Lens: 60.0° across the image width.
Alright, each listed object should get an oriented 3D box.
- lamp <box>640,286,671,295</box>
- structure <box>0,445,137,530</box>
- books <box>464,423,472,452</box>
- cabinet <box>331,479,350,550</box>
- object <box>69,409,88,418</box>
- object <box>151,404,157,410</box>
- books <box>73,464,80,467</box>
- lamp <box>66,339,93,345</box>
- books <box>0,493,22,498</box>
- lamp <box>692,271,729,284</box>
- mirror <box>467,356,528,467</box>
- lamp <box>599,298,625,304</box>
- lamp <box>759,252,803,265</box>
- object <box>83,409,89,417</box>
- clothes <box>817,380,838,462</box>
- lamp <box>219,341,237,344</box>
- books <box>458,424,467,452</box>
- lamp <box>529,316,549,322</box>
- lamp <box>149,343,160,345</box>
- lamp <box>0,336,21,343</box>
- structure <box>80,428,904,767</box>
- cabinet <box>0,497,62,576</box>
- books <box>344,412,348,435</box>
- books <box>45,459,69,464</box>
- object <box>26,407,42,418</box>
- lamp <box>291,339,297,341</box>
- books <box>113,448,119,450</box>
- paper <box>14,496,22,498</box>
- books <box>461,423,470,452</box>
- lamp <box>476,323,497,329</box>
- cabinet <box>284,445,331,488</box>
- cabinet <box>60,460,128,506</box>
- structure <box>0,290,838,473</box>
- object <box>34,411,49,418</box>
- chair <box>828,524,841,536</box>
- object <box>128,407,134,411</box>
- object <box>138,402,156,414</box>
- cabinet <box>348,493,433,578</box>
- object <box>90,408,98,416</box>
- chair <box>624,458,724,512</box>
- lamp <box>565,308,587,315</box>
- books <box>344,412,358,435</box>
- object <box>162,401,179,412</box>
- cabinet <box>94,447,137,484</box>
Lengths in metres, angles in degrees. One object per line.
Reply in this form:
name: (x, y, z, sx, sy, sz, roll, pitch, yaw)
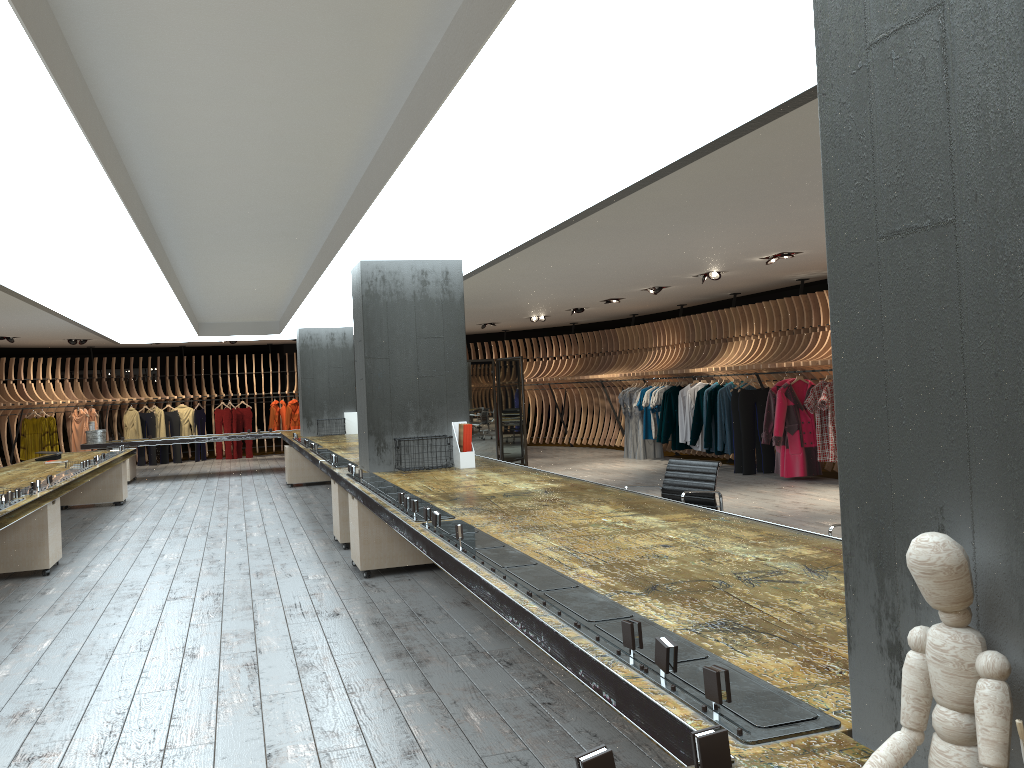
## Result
lamp: (2.153, -1.474, 13.293, 0.269, 0.286, 0.492, -2, 0, -17)
structure: (-4.587, 1.228, 8.084, 1.162, 0.844, 10.446, -3, 0, -17)
books: (-0.382, 0.523, 7.591, 0.048, 0.368, 0.215, -2, -1, -17)
cabinet: (-1.114, 1.172, 8.483, 1.132, 0.630, 0.593, -3, -1, -17)
object: (-9.388, 0.593, 19.199, 0.525, 0.270, 0.012, -3, -1, 18)
object: (-8.206, 0.543, 20.352, 0.525, 0.270, 0.012, -3, -1, 28)
books: (-4.743, 0.893, 9.754, 0.155, 0.025, 0.110, -3, 0, -22)
lamp: (-8.830, -0.937, 18.036, 0.269, 0.297, 0.493, -3, -1, 33)
books: (-3.784, 0.839, 6.683, 0.155, 0.025, 0.110, -3, 0, -22)
lamp: (2.629, -1.493, 11.771, 0.269, 0.301, 0.492, -2, 0, -17)
mirror: (-0.668, 0.535, 14.926, 2.111, 1.893, 0.443, -3, -1, 24)
lamp: (1.676, -1.443, 14.814, 0.269, 0.294, 0.492, -2, 0, -17)
lamp: (3.106, -1.522, 10.250, 0.269, 0.296, 0.492, -2, 0, -17)
object: (-9.314, 0.590, 19.293, 0.525, 0.270, 0.012, -3, -1, 43)
clothes: (4.039, 0.448, 10.840, 0.760, 1.030, 0.179, -2, -1, -32)
lamp: (-6.416, -1.046, 20.051, 0.493, 0.296, 0.269, -3, -1, -24)
books: (-0.424, 0.525, 7.578, 0.048, 0.368, 0.215, -2, -1, -17)
lamp: (0.525, -1.384, 17.777, 0.269, 0.287, 0.492, -2, -1, -37)
lamp: (-7.759, -0.991, 19.210, 0.493, 0.284, 0.269, -2, -1, -37)
lamp: (-9.496, -0.912, 16.593, 0.269, 0.293, 0.492, -3, 0, 15)
structure: (-2.772, 1.143, 8.431, 4.837, 0.844, 18.467, -3, 0, -17)
cabinet: (-4.531, 1.331, 7.580, 1.132, 0.630, 0.593, -3, -1, -17)
books: (-2.674, 0.654, 14.754, 0.215, 0.368, 0.075, -2, -1, -17)
books: (-5.507, 0.938, 10.748, 0.213, 0.026, 0.365, -3, 0, -17)
object: (-9.922, 0.619, 18.400, 0.525, 0.270, 0.012, -3, -1, 13)
lamp: (-4.894, -1.116, 20.476, 0.493, 0.298, 0.269, -3, -1, -9)
books: (-5.760, 0.950, 12.975, 0.155, 0.025, 0.110, -3, 0, -22)
paper: (-3.789, 0.854, 6.684, 0.176, 0.004, 0.130, -3, 0, -9)
books: (-0.403, 0.524, 7.584, 0.048, 0.368, 0.215, -2, -1, -17)
lamp: (-0.503, -1.330, 18.984, 0.492, 0.292, 0.269, -3, -1, 40)
cabinet: (-3.041, 1.279, 14.221, 1.132, 0.630, 0.593, -3, -1, -17)
cabinet: (-6.090, 1.418, 12.545, 1.132, 0.630, 0.593, -3, -1, -17)
structure: (-0.972, 0.182, 4.762, 14.885, 2.440, 36.538, -3, 0, -17)
object: (-9.835, 0.615, 18.561, 0.525, 0.270, 0.012, -3, -1, 13)
chair: (1.649, 0.915, 3.840, 0.668, 0.860, 0.693, -2, -1, -21)
object: (-8.596, 0.560, 20.026, 0.525, 0.270, 0.012, -3, -1, 38)
object: (-8.357, 0.549, 20.223, 0.525, 0.270, 0.012, -3, -1, 18)
cabinet: (-0.710, 1.150, 7.192, 1.132, 0.630, 0.593, -3, -1, -17)
object: (-9.197, 0.584, 19.408, 0.525, 0.270, 0.012, -3, -1, 38)
chair: (1.021, 0.950, 5.820, 0.668, 0.860, 0.693, -2, -1, -41)
lamp: (1.197, -1.418, 16.334, 0.269, 0.291, 0.492, -2, 0, -22)
books: (-2.665, 0.654, 14.728, 0.215, 0.368, 0.073, -2, -1, -17)
object: (-7.950, 0.530, 20.520, 0.525, 0.270, 0.012, -3, -1, 8)
cabinet: (-7.193, 1.480, 16.076, 0.593, 0.630, 1.131, -2, 0, -17)
